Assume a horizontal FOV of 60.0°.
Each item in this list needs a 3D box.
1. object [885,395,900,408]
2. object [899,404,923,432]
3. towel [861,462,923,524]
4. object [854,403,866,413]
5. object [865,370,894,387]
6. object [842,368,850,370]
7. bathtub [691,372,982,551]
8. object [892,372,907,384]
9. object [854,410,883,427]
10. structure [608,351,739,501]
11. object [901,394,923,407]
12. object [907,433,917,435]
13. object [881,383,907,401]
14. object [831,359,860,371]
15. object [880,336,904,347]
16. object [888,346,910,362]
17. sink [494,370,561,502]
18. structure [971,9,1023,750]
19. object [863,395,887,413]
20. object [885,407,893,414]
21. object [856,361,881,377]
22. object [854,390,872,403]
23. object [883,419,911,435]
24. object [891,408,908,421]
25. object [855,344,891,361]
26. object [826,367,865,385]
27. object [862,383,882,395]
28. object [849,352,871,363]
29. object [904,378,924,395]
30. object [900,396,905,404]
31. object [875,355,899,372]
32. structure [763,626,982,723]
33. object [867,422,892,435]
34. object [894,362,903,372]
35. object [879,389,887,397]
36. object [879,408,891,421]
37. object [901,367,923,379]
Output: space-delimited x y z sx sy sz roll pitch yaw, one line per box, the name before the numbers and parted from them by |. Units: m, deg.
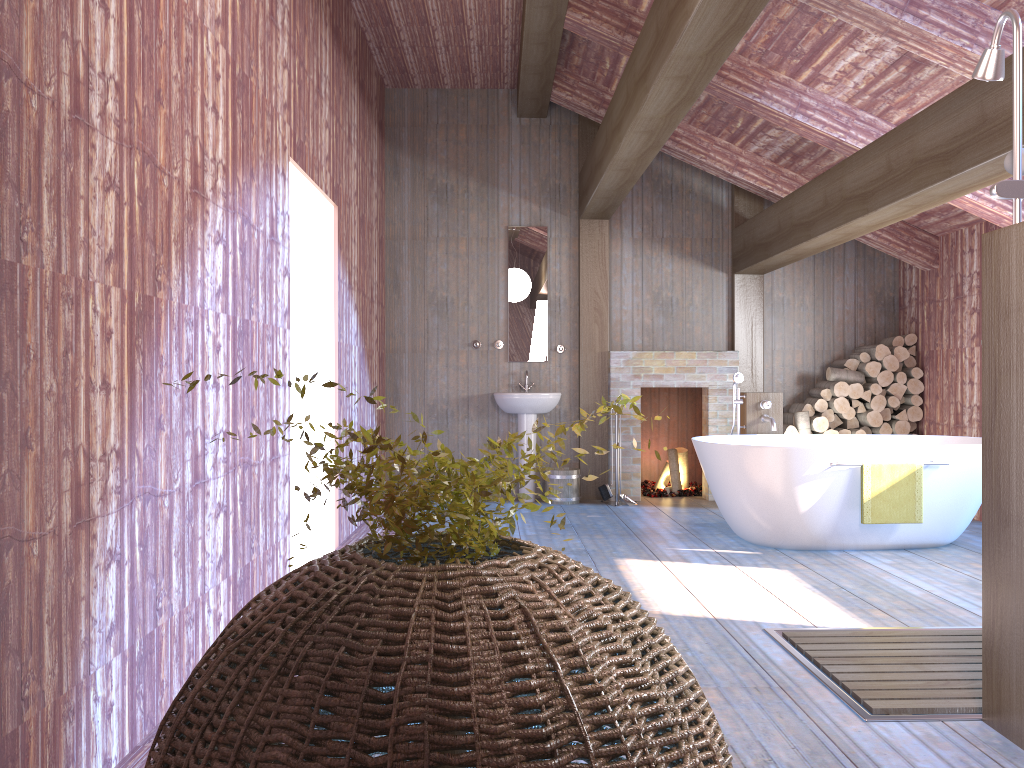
object | 3.205 0.145 7.666 0.102 0.109 0.438 0 0 -1
object | 3.390 0.301 7.682 0.137 0.256 0.439 0 0 -1
towel | 2.220 0.636 5.180 0.370 0.361 0.032 0 0 -5
object | 2.970 0.200 7.666 0.085 0.096 0.280 0 0 0
object | 3.133 -0.040 7.667 0.143 0.151 0.440 0 0 -1
object | 2.860 -0.072 7.755 0.113 0.130 0.291 0 0 0
bathtub | 2.157 0.471 5.750 1.935 1.109 1.460 0 0 21
object | 3.272 -0.053 7.668 0.089 0.106 0.437 0 0 0
object | 3.034 0.291 7.664 0.141 0.143 0.437 0 0 -3
structure | 1.409 0.374 7.801 1.130 1.330 0.226 0 0 -2
object | 3.401 0.135 7.673 0.102 0.109 0.438 0 0 -1
object | 3.379 0.487 7.694 0.139 0.137 0.455 0 0 -3
object | 3.240 0.064 7.698 0.172 0.151 0.482 0 0 0
object | 2.914 -0.157 7.757 0.140 0.121 0.319 0 0 0
object | 3.298 -0.351 7.705 0.104 0.121 0.270 0 0 0
object | 3.280 -0.253 7.690 0.133 0.142 0.456 0 0 0
sink | 0.133 0.452 7.632 0.582 1.143 0.475 0 0 -2
structure | 1.587 -0.068 2.656 0.328 2.209 0.522 0 0 19
object | 3.077 0.167 7.665 0.136 0.157 0.439 0 0 0
object | 3.219 0.228 7.655 0.065 0.069 0.177 0 0 -2
object | 3.034 -0.129 7.682 0.139 0.148 0.458 0 0 -1
object | 2.965 0.109 7.658 0.109 0.124 0.424 0 0 -2
object | 3.275 0.372 7.677 0.137 0.133 0.437 0 0 -3
object | 3.276 0.255 7.670 0.115 0.112 0.423 0 0 -1
object | 3.120 -0.268 7.684 0.135 0.139 0.456 0 0 0
object | 2.839 -0.067 7.557 0.302 0.157 0.121 0 0 0
object | 3.054 0.038 7.660 0.102 0.109 0.438 0 0 -1
object | 3.002 -0.227 7.652 0.094 0.097 0.227 0 0 0
object | 3.392 0.016 7.676 0.147 0.152 0.439 0 0 -1
object | 3.338 0.136 7.716 0.088 0.092 0.280 0 0 0
object | 3.172 -0.176 7.668 0.141 0.143 0.437 0 0 -3
structure | 1.556 1.045 3.200 1.000 0.067 1.000 0 0 -2
object | 3.150 0.382 7.642 0.114 0.113 0.301 0 0 -4
object | 3.292 -0.137 7.771 0.132 0.119 0.319 0 0 0
object | 3.129 0.086 7.644 0.095 0.090 0.278 0 0 0
object | 3.150 0.255 7.653 0.111 0.118 0.302 0 0 -2
object | 3.404 -0.097 7.672 0.102 0.109 0.438 0 0 -1
